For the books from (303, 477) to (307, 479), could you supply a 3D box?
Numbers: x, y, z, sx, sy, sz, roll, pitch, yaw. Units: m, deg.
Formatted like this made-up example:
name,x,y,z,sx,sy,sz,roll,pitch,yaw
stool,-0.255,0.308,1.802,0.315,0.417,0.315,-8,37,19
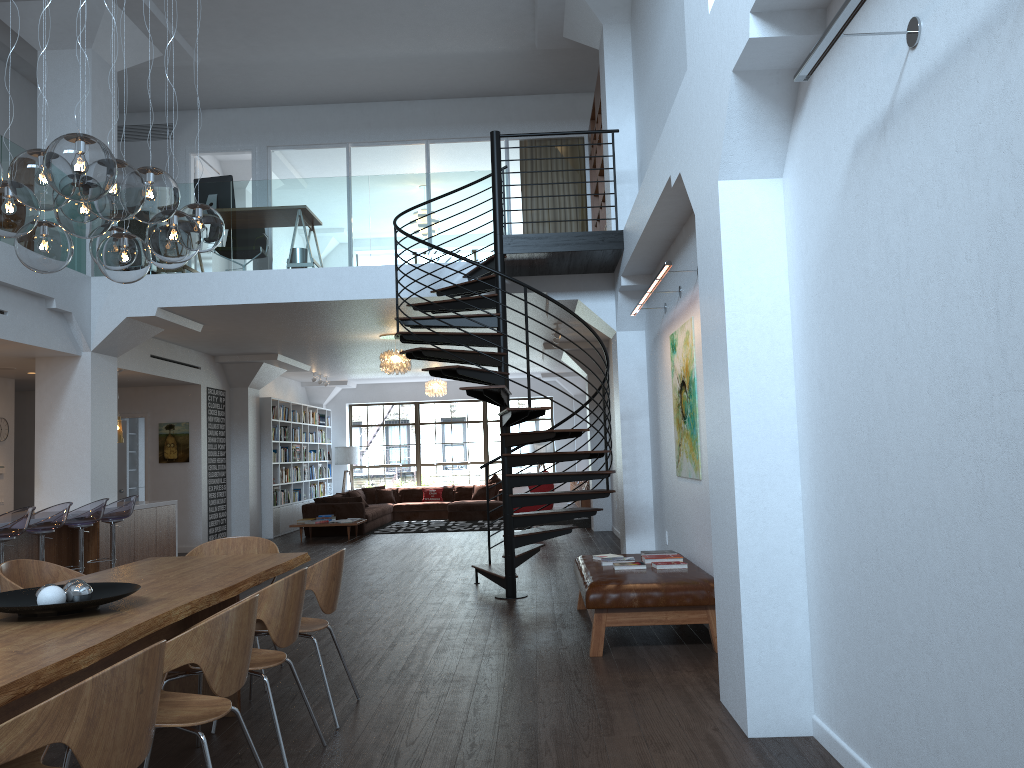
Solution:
name,x,y,z,sx,sy,sz,roll,pitch,yaw
books,-4.182,1.851,17.502,0.251,0.037,0.160,-3,-4,6

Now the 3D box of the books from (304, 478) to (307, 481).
name,x,y,z,sx,sy,sz,roll,pitch,yaw
books,-4.179,1.888,17.497,0.246,0.038,0.171,-2,-4,1

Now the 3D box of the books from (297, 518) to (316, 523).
name,x,y,z,sx,sy,sz,roll,pitch,yaw
books,-3.454,2.300,14.931,0.241,0.045,0.334,-2,-4,3

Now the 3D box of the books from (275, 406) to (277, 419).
name,x,y,z,sx,sy,sz,roll,pitch,yaw
books,-4.242,0.510,15.646,0.170,0.251,0.118,-2,-4,1

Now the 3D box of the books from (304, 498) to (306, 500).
name,x,y,z,sx,sy,sz,roll,pitch,yaw
books,-4.202,2.255,17.439,0.284,0.035,0.197,-2,-4,1

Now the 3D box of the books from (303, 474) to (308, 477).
name,x,y,z,sx,sy,sz,roll,pitch,yaw
books,-4.187,1.814,17.530,0.259,0.040,0.180,-2,-4,1

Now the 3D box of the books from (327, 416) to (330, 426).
name,x,y,z,sx,sy,sz,roll,pitch,yaw
books,-4.127,0.835,19.703,0.140,0.231,0.042,-2,-4,1

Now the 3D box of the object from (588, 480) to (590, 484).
name,x,y,z,sx,sy,sz,roll,pitch,yaw
object,1.578,1.971,17.959,0.089,0.110,0.089,2,-6,-44

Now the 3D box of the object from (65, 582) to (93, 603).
name,x,y,z,sx,sy,sz,roll,pitch,yaw
object,-1.690,0.823,3.463,0.100,0.100,0.100,2,-6,-44

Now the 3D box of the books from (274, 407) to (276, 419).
name,x,y,z,sx,sy,sz,roll,pitch,yaw
books,-4.237,0.519,15.571,0.161,0.222,0.084,-2,-4,1

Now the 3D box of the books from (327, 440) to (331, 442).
name,x,y,z,sx,sy,sz,roll,pitch,yaw
books,-4.156,1.254,19.486,0.284,0.033,0.197,-3,-5,16

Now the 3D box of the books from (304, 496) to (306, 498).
name,x,y,z,sx,sy,sz,roll,pitch,yaw
books,-4.203,2.221,17.442,0.284,0.033,0.197,-1,-5,-14

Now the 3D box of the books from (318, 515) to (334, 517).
name,x,y,z,sx,sy,sz,roll,pitch,yaw
books,-3.137,2.230,14.989,0.224,0.027,0.157,-3,-4,6

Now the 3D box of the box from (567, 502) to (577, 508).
name,x,y,z,sx,sy,sz,roll,pitch,yaw
box,1.343,2.709,19.598,0.228,0.165,0.368,-2,-4,1

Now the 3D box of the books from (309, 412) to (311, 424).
name,x,y,z,sx,sy,sz,roll,pitch,yaw
books,-4.184,0.698,18.026,0.171,0.246,0.057,-2,-4,1

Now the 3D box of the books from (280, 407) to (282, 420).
name,x,y,z,sx,sy,sz,roll,pitch,yaw
books,-4.231,0.540,15.941,0.174,0.242,0.105,-2,-4,1

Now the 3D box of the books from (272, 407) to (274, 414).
name,x,y,z,sx,sy,sz,roll,pitch,yaw
books,-4.244,0.509,15.382,0.182,0.215,0.188,-2,-4,1

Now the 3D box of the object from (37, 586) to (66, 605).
name,x,y,z,sx,sy,sz,roll,pitch,yaw
object,-1.759,0.822,3.389,0.100,0.100,0.100,2,-6,-44

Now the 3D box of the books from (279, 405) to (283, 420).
name,x,y,z,sx,sy,sz,roll,pitch,yaw
books,-4.235,0.522,16.030,0.176,0.293,0.125,-2,-4,1

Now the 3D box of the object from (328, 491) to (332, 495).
name,x,y,z,sx,sy,sz,roll,pitch,yaw
object,-4.130,2.388,19.397,0.331,0.088,0.410,-2,-4,1

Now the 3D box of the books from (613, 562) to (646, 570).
name,x,y,z,sx,sy,sz,roll,pitch,yaw
books,0.843,1.305,6.364,0.224,0.032,0.161,-2,-4,1

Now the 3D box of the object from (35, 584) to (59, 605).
name,x,y,z,sx,sy,sz,roll,pitch,yaw
object,-1.813,0.834,3.476,0.100,0.100,0.100,2,-6,-44

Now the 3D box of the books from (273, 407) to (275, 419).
name,x,y,z,sx,sy,sz,roll,pitch,yaw
books,-4.240,0.519,15.537,0.161,0.218,0.101,-2,-4,1

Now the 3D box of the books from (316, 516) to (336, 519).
name,x,y,z,sx,sy,sz,roll,pitch,yaw
books,-3.141,2.262,14.989,0.279,0.035,0.191,-3,-5,11

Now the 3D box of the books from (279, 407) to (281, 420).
name,x,y,z,sx,sy,sz,roll,pitch,yaw
books,-4.236,0.532,15.888,0.170,0.251,0.118,-2,-4,1

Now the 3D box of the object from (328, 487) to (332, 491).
name,x,y,z,sx,sy,sz,roll,pitch,yaw
object,-4.134,2.301,19.404,0.331,0.088,0.410,-2,-4,1

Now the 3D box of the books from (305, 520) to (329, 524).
name,x,y,z,sx,sy,sz,roll,pitch,yaw
books,-3.216,2.270,14.583,0.236,0.035,0.340,-4,-5,26

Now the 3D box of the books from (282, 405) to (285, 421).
name,x,y,z,sx,sy,sz,roll,pitch,yaw
books,-4.238,0.529,16.093,0.197,0.290,0.136,-2,-4,1

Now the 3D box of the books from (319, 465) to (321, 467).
name,x,y,z,sx,sy,sz,roll,pitch,yaw
books,-4.138,1.726,18.633,0.223,0.031,0.161,-2,-4,1

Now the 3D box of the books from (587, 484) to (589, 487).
name,x,y,z,sx,sy,sz,roll,pitch,yaw
books,1.510,1.887,16.424,0.250,0.053,0.400,-2,-4,1

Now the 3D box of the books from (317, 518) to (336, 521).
name,x,y,z,sx,sy,sz,roll,pitch,yaw
books,-3.135,2.297,14.982,0.312,0.037,0.216,-1,-5,-9

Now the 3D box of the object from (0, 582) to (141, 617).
name,x,y,z,sx,sy,sz,roll,pitch,yaw
object,-1.776,0.855,3.480,0.592,0.066,0.592,2,-6,-41

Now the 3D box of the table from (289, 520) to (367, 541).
name,x,y,z,sx,sy,sz,roll,pitch,yaw
table,-3.025,2.425,14.690,1.100,0.271,0.853,-2,-4,1

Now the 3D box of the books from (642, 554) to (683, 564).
name,x,y,z,sx,sy,sz,roll,pitch,yaw
books,1.130,1.315,6.662,0.283,0.043,0.197,-2,-4,1

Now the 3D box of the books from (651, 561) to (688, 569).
name,x,y,z,sx,sy,sz,roll,pitch,yaw
books,1.124,1.294,6.332,0.224,0.036,0.161,-2,-4,-4

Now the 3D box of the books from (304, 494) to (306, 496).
name,x,y,z,sx,sy,sz,roll,pitch,yaw
books,-4.209,2.188,17.447,0.254,0.032,0.174,-3,-4,6

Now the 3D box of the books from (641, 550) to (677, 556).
name,x,y,z,sx,sy,sz,roll,pitch,yaw
books,1.157,1.340,6.980,0.254,0.044,0.183,-2,-4,-4

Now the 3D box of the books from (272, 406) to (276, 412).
name,x,y,z,sx,sy,sz,roll,pitch,yaw
books,-4.245,0.509,15.603,0.159,0.248,0.089,-2,-4,1

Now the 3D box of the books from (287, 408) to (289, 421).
name,x,y,z,sx,sy,sz,roll,pitch,yaw
books,-4.218,0.567,16.383,0.182,0.255,0.077,-2,-4,1

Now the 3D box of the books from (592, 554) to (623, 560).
name,x,y,z,sx,sy,sz,roll,pitch,yaw
books,0.751,1.358,6.949,0.161,0.031,0.223,0,-5,-21

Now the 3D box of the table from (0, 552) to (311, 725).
name,x,y,z,sx,sy,sz,roll,pitch,yaw
table,-1.761,1.261,3.443,1.012,0.750,3.803,-2,-4,1

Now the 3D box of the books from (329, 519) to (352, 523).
name,x,y,z,sx,sy,sz,roll,pitch,yaw
books,-2.814,2.253,14.564,0.342,0.040,0.231,-6,-6,41

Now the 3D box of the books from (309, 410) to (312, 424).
name,x,y,z,sx,sy,sz,roll,pitch,yaw
books,-4.186,0.683,18.111,0.176,0.290,0.053,-2,-4,1

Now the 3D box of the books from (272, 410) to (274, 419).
name,x,y,z,sx,sy,sz,roll,pitch,yaw
books,-4.250,0.519,15.472,0.167,0.210,0.162,-2,-4,1

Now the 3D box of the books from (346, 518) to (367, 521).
name,x,y,z,sx,sy,sz,roll,pitch,yaw
books,-2.650,2.274,14.904,0.256,0.035,0.350,-4,-5,27

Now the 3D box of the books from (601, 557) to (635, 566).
name,x,y,z,sx,sy,sz,roll,pitch,yaw
books,0.792,1.326,6.629,0.247,0.040,0.185,-2,-4,4

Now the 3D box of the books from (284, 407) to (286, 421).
name,x,y,z,sx,sy,sz,roll,pitch,yaw
books,-4.218,0.555,16.194,0.182,0.253,0.098,-2,-4,1

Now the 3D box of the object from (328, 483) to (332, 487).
name,x,y,z,sx,sy,sz,roll,pitch,yaw
object,-4.144,2.214,19.411,0.316,0.088,0.410,-2,-4,1
